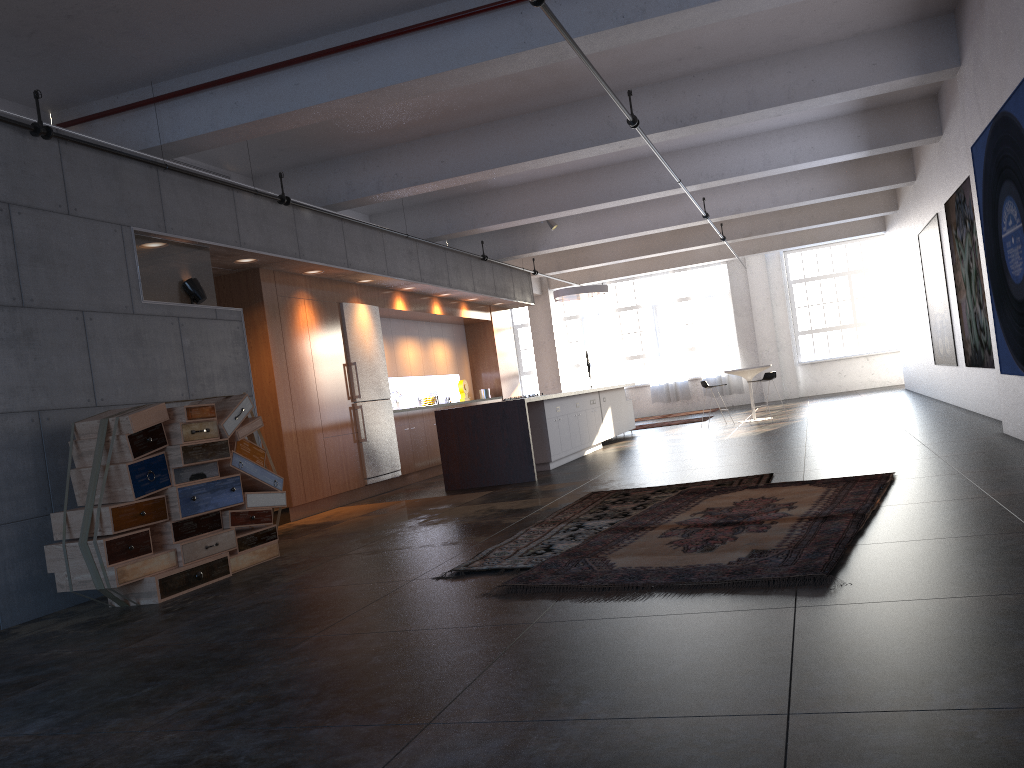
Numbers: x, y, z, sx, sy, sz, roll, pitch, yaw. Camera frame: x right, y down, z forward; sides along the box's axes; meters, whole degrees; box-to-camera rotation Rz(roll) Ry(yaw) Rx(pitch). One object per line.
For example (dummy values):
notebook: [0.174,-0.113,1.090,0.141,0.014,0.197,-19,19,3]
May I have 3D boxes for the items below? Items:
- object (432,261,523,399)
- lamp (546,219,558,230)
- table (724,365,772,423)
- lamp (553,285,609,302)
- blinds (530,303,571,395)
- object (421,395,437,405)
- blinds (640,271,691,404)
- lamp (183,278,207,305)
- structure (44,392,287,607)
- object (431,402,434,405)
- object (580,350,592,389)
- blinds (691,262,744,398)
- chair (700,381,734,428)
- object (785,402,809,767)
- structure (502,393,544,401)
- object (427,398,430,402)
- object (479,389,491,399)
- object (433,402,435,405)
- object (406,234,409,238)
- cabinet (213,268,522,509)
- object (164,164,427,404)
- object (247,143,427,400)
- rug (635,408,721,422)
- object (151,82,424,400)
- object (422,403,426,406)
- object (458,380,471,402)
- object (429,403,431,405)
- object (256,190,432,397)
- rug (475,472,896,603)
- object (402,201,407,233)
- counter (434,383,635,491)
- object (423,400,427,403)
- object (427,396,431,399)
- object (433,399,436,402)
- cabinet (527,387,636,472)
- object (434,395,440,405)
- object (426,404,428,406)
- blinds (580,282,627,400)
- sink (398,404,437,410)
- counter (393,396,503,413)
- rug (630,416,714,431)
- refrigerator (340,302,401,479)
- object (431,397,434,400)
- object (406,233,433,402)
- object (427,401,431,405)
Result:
object: [-1.253,0.221,14.122,0.056,0.060,0.054,-8,0,41]
lamp: [0.639,-2.684,14.627,0.222,0.287,0.132,-8,0,1]
table: [4.268,0.184,15.795,0.819,0.952,0.838,-8,0,18]
lamp: [1.145,-1.646,16.203,1.023,0.130,1.062,-7,-1,-26]
blinds: [0.991,-0.909,24.303,1.015,3.714,0.318,-8,1,16]
object: [-4.756,1.174,8.524,0.934,1.214,13.402,-8,-1,29]
blinds: [3.979,-1.348,23.352,1.026,3.698,0.342,-8,1,14]
lamp: [-2.763,-0.790,7.677,0.212,0.259,0.171,-8,0,-1]
structure: [-2.356,0.763,6.365,0.631,1.315,1.935,-8,0,19]
object: [-0.550,-0.905,15.191,0.056,2.310,2.972,-7,0,37]
object: [1.856,0.136,21.950,1.167,1.920,1.067,-8,0,18]
blinds: [5.264,-1.538,22.966,1.019,3.752,0.345,-8,1,15]
chair: [3.591,0.366,15.666,0.507,0.895,0.462,-8,0,-5]
object: [-1.032,1.465,10.930,19.523,0.001,27.508,-8,-1,18]
structure: [0.186,0.198,12.711,0.506,0.072,0.647,-8,-1,18]
object: [-1.879,-0.795,11.286,0.056,2.190,5.664,-8,-1,8]
object: [-0.484,0.179,15.911,0.193,0.170,0.188,-8,0,-24]
object: [-1.251,0.314,14.099,0.061,0.053,0.053,-8,0,5]
object: [-1.301,0.269,14.161,0.051,0.053,0.063,-8,0,25]
cabinet: [-2.294,0.076,13.592,2.352,2.562,8.197,-8,-1,19]
object: [-1.355,0.290,14.119,0.052,0.053,0.061,-8,0,-29]
object: [-1.369,0.230,14.051,0.051,0.060,0.058,-8,0,-38]
rug: [3.680,0.848,22.479,3.096,0.009,1.835,-8,-1,17]
object: [-1.388,0.247,14.114,0.052,0.053,0.062,-8,0,-24]
object: [-4.623,1.216,8.538,0.054,1.095,12.962,-8,-1,31]
object: [-0.828,0.116,15.340,0.098,0.381,0.277,-8,0,19]
object: [-2.515,-0.981,11.299,0.057,2.868,6.026,-8,-1,20]
object: [-1.286,0.222,14.162,0.062,0.051,0.053,-8,0,10]
rug: [1.368,0.868,5.542,1.846,0.048,3.578,-8,-1,28]
object: [-1.282,0.262,14.109,0.065,0.053,0.050,-8,0,-35]
counter: [0.753,0.628,13.550,1.129,0.971,6.730,-8,-1,19]
object: [-1.380,0.281,14.061,0.053,0.054,0.061,-8,0,9]
object: [-2.563,-0.752,9.262,0.058,2.164,9.982,-8,-1,13]
object: [-4.552,-0.456,9.074,0.061,2.210,12.020,-8,-1,32]
cabinet: [0.965,0.638,14.133,0.912,0.930,5.711,-8,-1,19]
object: [-1.268,0.249,14.812,0.059,0.210,0.146,-8,0,18]
object: [-1.340,0.328,14.072,0.050,0.055,0.061,-8,0,9]
blinds: [2.390,-1.109,23.846,1.021,3.676,0.365,-8,1,16]
sink: [-1.484,0.450,13.195,0.517,0.192,0.737,-8,-1,18]
counter: [-1.639,0.416,14.202,1.589,0.039,4.510,-8,-1,18]
rug: [2.772,0.904,18.848,2.852,0.029,1.875,-8,-1,17]
refrigerator: [-1.854,0.077,11.369,0.217,2.191,0.965,-8,0,16]
object: [-2.047,-0.783,10.693,0.053,2.169,6.914,-8,-1,11]
object: [-1.320,-0.847,12.854,0.053,2.228,2.402,-8,0,-5]
object: [-1.317,0.301,14.039,0.052,0.053,0.062,-8,0,0]
